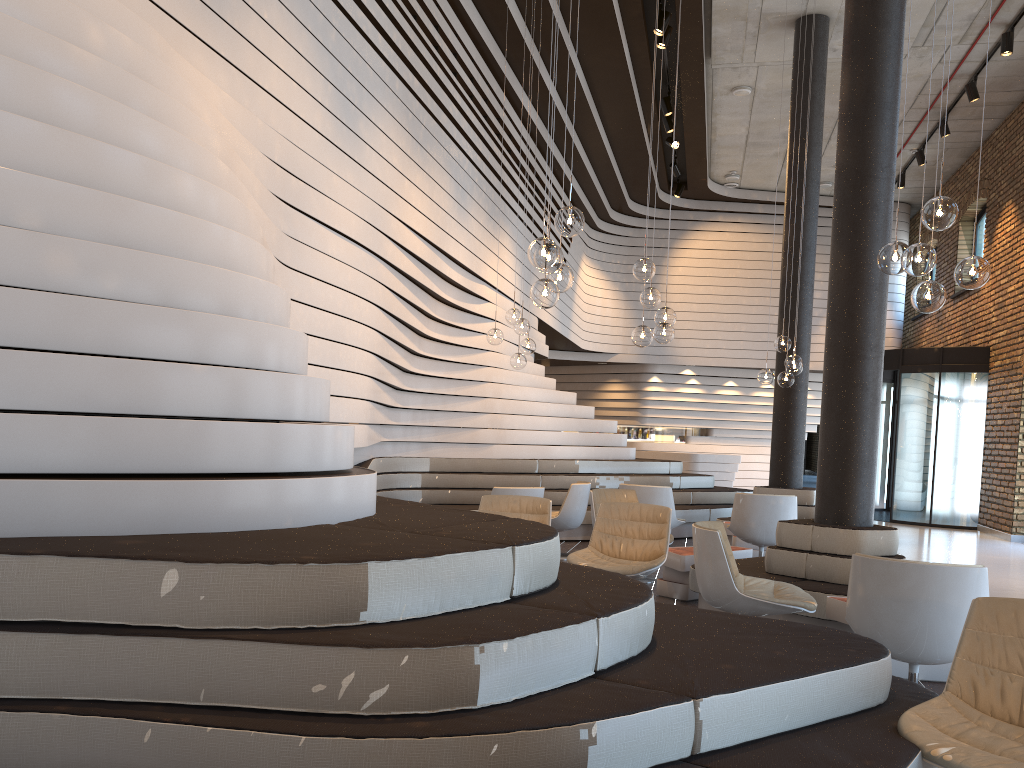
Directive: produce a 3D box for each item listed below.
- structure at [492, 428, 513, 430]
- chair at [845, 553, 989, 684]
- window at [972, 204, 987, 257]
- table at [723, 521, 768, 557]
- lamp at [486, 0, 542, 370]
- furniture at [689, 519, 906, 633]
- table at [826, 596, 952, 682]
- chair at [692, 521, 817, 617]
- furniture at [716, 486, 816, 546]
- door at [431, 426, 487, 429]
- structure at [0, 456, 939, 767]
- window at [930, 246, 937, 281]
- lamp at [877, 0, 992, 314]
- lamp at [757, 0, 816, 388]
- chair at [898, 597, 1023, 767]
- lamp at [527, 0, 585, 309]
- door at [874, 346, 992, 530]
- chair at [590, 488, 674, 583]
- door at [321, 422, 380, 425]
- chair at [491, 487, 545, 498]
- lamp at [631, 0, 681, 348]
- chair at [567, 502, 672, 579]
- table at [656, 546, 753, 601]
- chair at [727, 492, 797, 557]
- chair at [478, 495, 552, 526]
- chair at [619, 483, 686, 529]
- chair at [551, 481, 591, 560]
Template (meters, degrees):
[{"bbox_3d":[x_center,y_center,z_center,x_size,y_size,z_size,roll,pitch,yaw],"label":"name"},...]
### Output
[{"bbox_3d":[-0.228,1.146,21.250,0.803,0.472,0.017,1,2,38],"label":"structure"},{"bbox_3d":[1.904,1.175,4.154,0.658,0.770,0.707,3,1,30],"label":"chair"},{"bbox_3d":[7.851,-2.275,14.539,0.126,1.457,1.565,3,0,12],"label":"window"},{"bbox_3d":[2.647,1.657,9.148,0.907,0.372,0.412,2,0,15],"label":"table"},{"bbox_3d":[0.114,-2.508,8.498,0.530,4.737,0.332,1,4,-25],"label":"lamp"},{"bbox_3d":[1.962,1.296,6.022,1.272,0.725,1.773,3,-2,-17],"label":"furniture"},{"bbox_3d":[2.253,1.425,4.896,0.906,0.372,0.412,2,0,5],"label":"table"},{"bbox_3d":[1.380,1.202,5.073,0.711,0.770,0.654,2,1,16],"label":"chair"},{"bbox_3d":[3.299,1.555,10.070,1.764,0.725,1.278,4,-2,-42],"label":"furniture"},{"bbox_3d":[-1.369,0.997,22.087,1.775,2.715,0.079,3,3,18],"label":"door"},{"bbox_3d":[-0.423,1.065,5.363,5.778,0.931,18.169,2,-3,9],"label":"structure"},{"bbox_3d":[8.486,-2.102,17.450,0.126,1.457,1.565,3,0,12],"label":"window"},{"bbox_3d":[2.239,-2.711,4.359,0.544,4.698,0.292,2,3,-2],"label":"lamp"},{"bbox_3d":[2.576,-2.014,14.317,9.045,4.630,41.802,2,-3,12],"label":"lamp"},{"bbox_3d":[1.589,1.088,2.692,0.707,0.770,0.658,2,1,-40],"label":"chair"},{"bbox_3d":[0.335,-2.762,4.814,0.294,4.698,0.541,3,3,8],"label":"lamp"},{"bbox_3d":[7.520,0.961,14.883,3.209,2.865,3.239,2,0,20],"label":"door"},{"bbox_3d":[1.021,1.323,7.723,0.653,0.770,0.712,2,1,-37],"label":"chair"},{"bbox_3d":[-2.174,0.755,12.087,0.972,2.116,0.162,3,3,13],"label":"door"},{"bbox_3d":[-0.067,1.296,8.025,0.654,0.770,0.711,2,1,-33],"label":"chair"},{"bbox_3d":[1.152,-2.650,6.560,0.310,4.765,0.657,4,3,21],"label":"lamp"},{"bbox_3d":[0.764,1.233,6.158,0.658,0.770,0.707,3,1,33],"label":"chair"},{"bbox_3d":[1.491,1.506,7.066,0.902,0.372,0.414,4,-1,-40],"label":"table"},{"bbox_3d":[2.383,1.410,8.398,0.657,0.770,0.708,2,0,13],"label":"chair"},{"bbox_3d":[-0.045,1.215,6.428,0.658,0.770,0.707,2,0,20],"label":"chair"},{"bbox_3d":[1.418,1.407,9.075,0.658,0.770,0.707,3,1,29],"label":"chair"},{"bbox_3d":[0.426,1.361,8.920,0.711,0.770,0.654,2,1,12],"label":"chair"}]
